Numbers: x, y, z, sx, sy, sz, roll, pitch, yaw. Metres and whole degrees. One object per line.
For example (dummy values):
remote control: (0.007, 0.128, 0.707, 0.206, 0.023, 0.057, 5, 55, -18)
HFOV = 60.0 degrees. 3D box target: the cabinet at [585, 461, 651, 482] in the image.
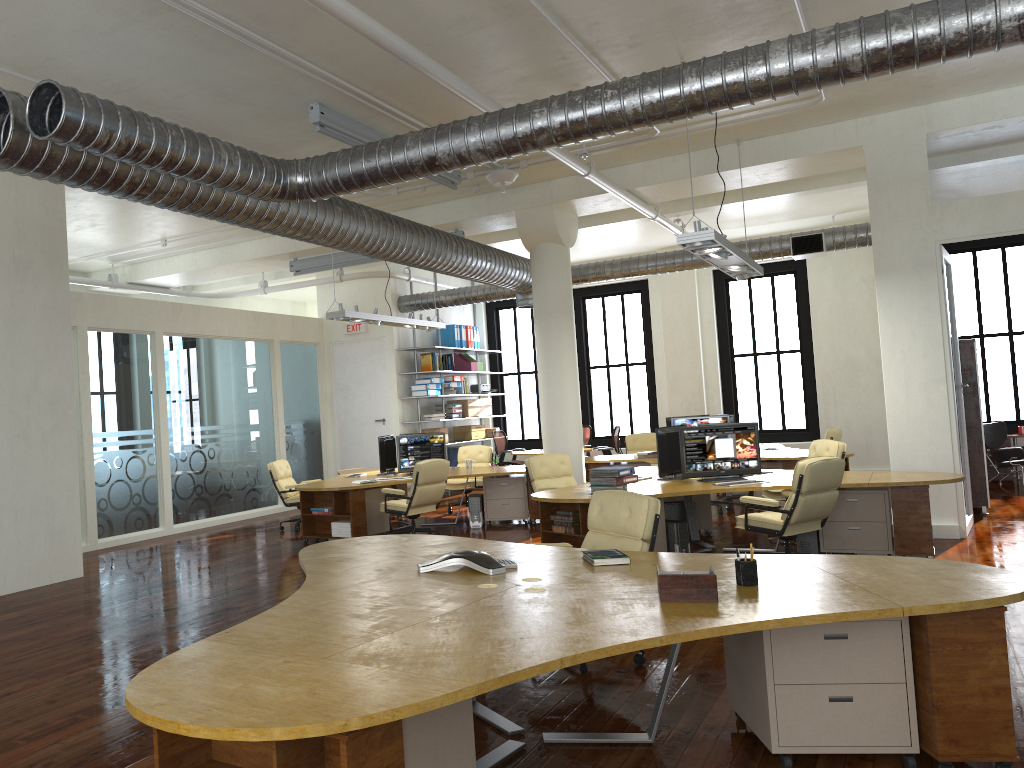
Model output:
cabinet: (1.595, 1.494, 13.433, 0.906, 0.709, 0.870, -4, -2, 2)

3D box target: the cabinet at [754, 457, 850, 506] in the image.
cabinet: (3.831, 1.320, 11.875, 0.819, 0.709, 0.958, -3, -2, -28)

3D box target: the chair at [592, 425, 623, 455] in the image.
chair: (-1.969, 1.545, 15.840, 7.925, 1.158, 0.941, -3, -2, 1)

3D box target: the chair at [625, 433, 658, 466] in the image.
chair: (2.278, 1.328, 14.686, 0.729, 1.021, 0.768, -4, -2, 2)

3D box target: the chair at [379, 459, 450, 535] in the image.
chair: (-1.205, 1.440, 10.969, 0.857, 1.021, 0.647, -5, -2, 37)

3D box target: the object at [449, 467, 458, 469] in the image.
object: (-1.049, 1.254, 13.313, 0.521, 0.016, 0.208, -4, -2, 33)

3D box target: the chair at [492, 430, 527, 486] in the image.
chair: (0.026, 1.454, 16.907, 0.831, 1.158, 0.659, -5, -2, 31)

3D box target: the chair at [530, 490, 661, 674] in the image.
chair: (0.467, 1.201, 5.561, 0.731, 1.021, 0.763, -3, -2, -23)

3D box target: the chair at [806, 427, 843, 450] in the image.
chair: (4.433, 1.158, 13.065, 0.854, 1.021, 0.651, -5, -2, 32)

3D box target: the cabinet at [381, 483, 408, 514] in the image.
cabinet: (-2.115, 1.728, 13.930, 0.824, 0.709, 0.952, -3, -2, -25)

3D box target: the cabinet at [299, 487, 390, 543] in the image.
cabinet: (-2.128, 1.666, 11.500, 0.971, 0.709, 0.805, -5, -2, 35)

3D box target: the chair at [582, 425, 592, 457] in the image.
chair: (1.248, 1.386, 17.084, 0.796, 1.158, 0.687, -5, -2, 36)

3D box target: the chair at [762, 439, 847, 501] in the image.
chair: (3.264, 1.147, 9.952, 0.782, 1.021, 0.717, -4, -2, -2)

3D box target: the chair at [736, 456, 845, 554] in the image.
chair: (2.432, 1.140, 7.770, 0.651, 1.021, 0.854, -2, -2, -38)

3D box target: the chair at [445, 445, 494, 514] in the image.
chair: (-0.716, 1.486, 13.877, 0.788, 1.021, 0.705, -5, -2, 37)

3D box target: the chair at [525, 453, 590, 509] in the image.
chair: (0.633, 1.307, 10.051, 0.656, 1.021, 0.848, -2, -2, -33)

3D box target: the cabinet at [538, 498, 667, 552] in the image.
cabinet: (0.897, 1.408, 8.485, 0.814, 0.709, 0.962, -2, -2, -33)

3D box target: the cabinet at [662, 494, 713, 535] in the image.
cabinet: (1.873, 1.403, 10.543, 0.887, 0.709, 0.890, -3, -2, -3)

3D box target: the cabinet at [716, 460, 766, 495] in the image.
cabinet: (3.731, 1.390, 14.325, 0.969, 0.709, 0.807, -5, -2, 32)

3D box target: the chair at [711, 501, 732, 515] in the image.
chair: (2.597, 1.241, 12.043, 0.717, 1.021, 0.782, -4, -2, -3)

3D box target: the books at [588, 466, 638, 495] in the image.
books: (0.905, 0.904, 8.322, 0.456, 0.227, 0.415, -5, -2, 39)

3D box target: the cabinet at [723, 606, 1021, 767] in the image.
cabinet: (1.513, 1.255, 4.000, 0.908, 0.709, 0.868, -4, -2, 3)

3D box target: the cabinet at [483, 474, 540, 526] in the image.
cabinet: (0.065, 1.556, 12.287, 0.914, 0.709, 0.862, -4, -2, 5)

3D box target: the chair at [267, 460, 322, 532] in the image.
chair: (-3.087, 1.602, 12.901, 0.820, 1.021, 0.681, -4, -2, 13)

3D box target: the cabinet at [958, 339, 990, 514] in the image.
cabinet: (5.897, 0.516, 11.973, 0.683, 2.071, 3.046, -5, -2, 24)

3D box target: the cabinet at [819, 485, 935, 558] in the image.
cabinet: (3.402, 1.254, 8.315, 0.967, 0.709, 0.810, -4, -2, 28)

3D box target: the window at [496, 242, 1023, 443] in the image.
window: (1.715, 0.247, 1.232, 76.022, 14.087, 44.696, -4, -2, 13)

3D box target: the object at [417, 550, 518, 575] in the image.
object: (-0.226, 0.947, 4.822, 0.558, 0.093, 0.400, -4, -2, 23)

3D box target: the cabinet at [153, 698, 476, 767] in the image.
cabinet: (-0.637, 1.361, 3.134, 0.970, 0.709, 0.806, -5, -2, 33)

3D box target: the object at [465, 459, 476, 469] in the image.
object: (-0.612, 1.162, 12.907, 0.134, 0.131, 0.115, -3, -2, -21)

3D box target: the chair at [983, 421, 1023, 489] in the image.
chair: (7.357, 1.027, 12.990, 0.723, 0.937, 0.857, -2, -2, -33)
